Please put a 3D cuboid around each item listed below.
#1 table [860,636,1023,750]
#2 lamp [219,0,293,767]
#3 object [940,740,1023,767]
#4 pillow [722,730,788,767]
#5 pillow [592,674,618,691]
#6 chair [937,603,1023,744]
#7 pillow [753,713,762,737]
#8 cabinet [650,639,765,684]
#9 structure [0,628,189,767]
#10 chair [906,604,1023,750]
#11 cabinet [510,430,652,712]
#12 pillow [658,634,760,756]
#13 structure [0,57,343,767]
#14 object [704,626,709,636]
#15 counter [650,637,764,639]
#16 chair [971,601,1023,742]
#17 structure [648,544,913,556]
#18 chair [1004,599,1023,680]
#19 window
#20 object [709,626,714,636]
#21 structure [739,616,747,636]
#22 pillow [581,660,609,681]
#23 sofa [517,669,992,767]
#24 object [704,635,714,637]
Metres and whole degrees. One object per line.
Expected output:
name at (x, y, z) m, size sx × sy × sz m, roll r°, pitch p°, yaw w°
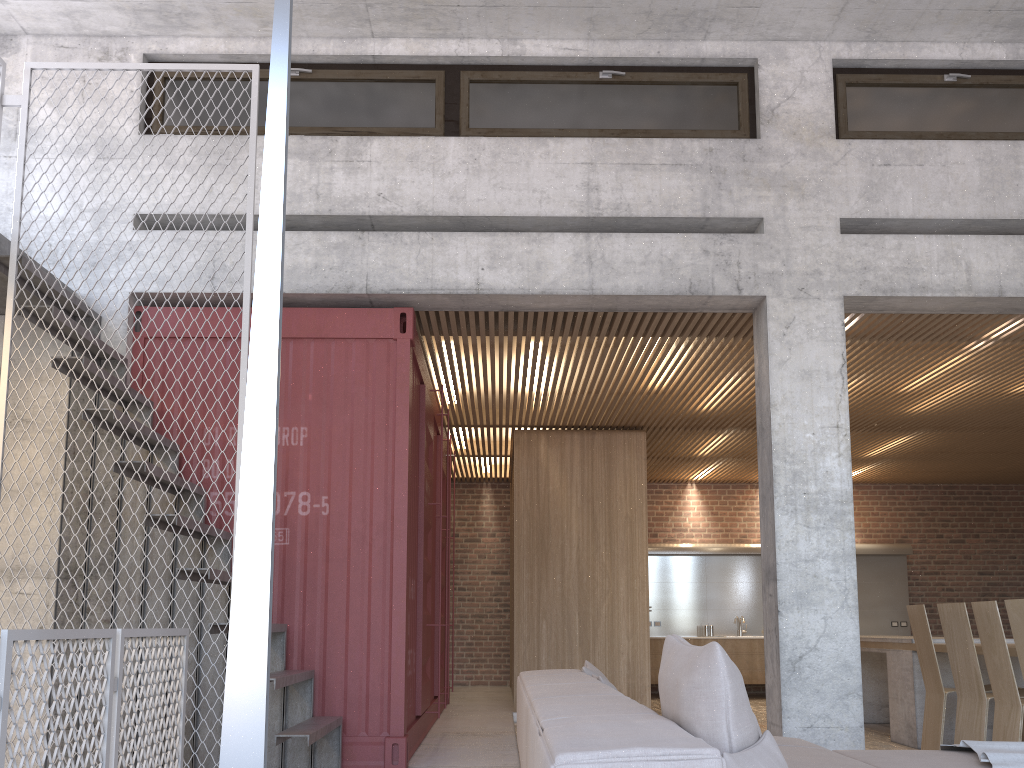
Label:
table at (3.896, 2.615, 7.391) m, size 1.011 × 0.897 × 5.338 m, roll 0°, pitch -15°, yaw -1°
lamp at (0.332, -0.091, 2.196) m, size 2.632 × 3.347 × 0.770 m, roll 3°, pitch -8°, yaw -13°
object at (2.711, 1.780, 3.707) m, size 1.600 × 0.491 × 1.071 m, roll -5°, pitch -15°, yaw 17°
pillow at (0.532, 0.947, 1.870) m, size 0.152 × 0.367 × 0.376 m, roll -5°, pitch -12°, yaw 31°
pillow at (0.456, 1.505, 4.005) m, size 0.187 × 0.350 × 0.380 m, roll 0°, pitch -12°, yaw -1°
chair at (3.491, 2.152, 6.219) m, size 0.722 × 1.167 × 0.356 m, roll 1°, pitch -8°, yaw -4°
pillow at (0.598, 1.075, 2.423) m, size 0.170 × 0.363 × 0.384 m, roll 4°, pitch -12°, yaw -27°
cabinet at (3.939, 3.395, 13.036) m, size 4.113 × 2.028 × 1.102 m, roll 0°, pitch -9°, yaw -1°
structure at (-2.638, 1.136, 2.368) m, size 1.925 × 0.910 × 4.556 m, roll 0°, pitch -15°, yaw -1°
chair at (3.491, 2.291, 6.721) m, size 0.722 × 1.167 × 0.356 m, roll -1°, pitch -8°, yaw 4°
cabinet at (0.754, 2.527, 11.497) m, size 1.518 × 3.048 × 3.859 m, roll 0°, pitch -12°, yaw -1°
pillow at (0.497, 0.903, 2.178) m, size 0.221 × 0.543 × 0.578 m, roll 0°, pitch -12°, yaw 1°
structure at (-2.574, 0.009, 3.962) m, size 3.037 × 4.211 × 3.780 m, roll 0°, pitch -11°, yaw -1°
object at (2.850, 3.618, 12.843) m, size 0.060 × 0.156 × 0.061 m, roll -2°, pitch -9°, yaw 14°
counter at (3.941, 3.696, 12.780) m, size 4.076 × 0.020 × 0.672 m, roll 0°, pitch -15°, yaw -1°
chair at (3.481, 2.014, 5.716) m, size 0.722 × 1.167 × 0.356 m, roll -1°, pitch -8°, yaw 4°
structure at (3.940, 2.486, 13.163) m, size 4.076 × 0.153 × 0.214 m, roll 0°, pitch -13°, yaw -1°
chair at (3.425, 1.875, 5.213) m, size 0.722 × 1.167 × 0.356 m, roll 0°, pitch -8°, yaw 3°
window at (1.635, -1.972, 6.233) m, size 8.433 × 0.596 × 0.115 m, roll 0°, pitch -8°, yaw -1°
object at (2.921, 3.618, 12.844) m, size 0.060 × 0.156 × 0.061 m, roll -2°, pitch -9°, yaw 14°
structure at (3.433, 3.662, 12.960) m, size 0.115 × 0.465 × 0.254 m, roll 0°, pitch -9°, yaw -1°
pillow at (0.430, 1.577, 4.400) m, size 0.188 × 0.357 × 0.372 m, roll -1°, pitch -12°, yaw 4°
sofa at (1.544, 1.471, 3.083) m, size 3.010 × 0.766 × 3.084 m, roll 0°, pitch -15°, yaw -1°
object at (2.886, 3.599, 12.846) m, size 0.144 × 0.206 × 0.054 m, roll 0°, pitch -8°, yaw -1°
